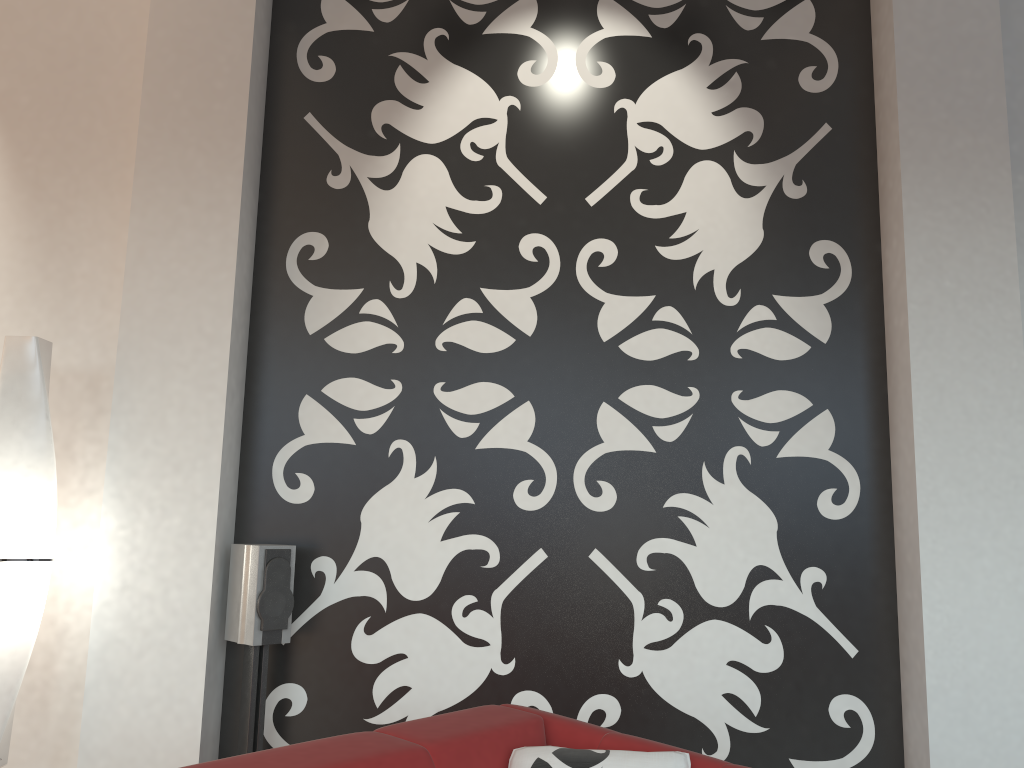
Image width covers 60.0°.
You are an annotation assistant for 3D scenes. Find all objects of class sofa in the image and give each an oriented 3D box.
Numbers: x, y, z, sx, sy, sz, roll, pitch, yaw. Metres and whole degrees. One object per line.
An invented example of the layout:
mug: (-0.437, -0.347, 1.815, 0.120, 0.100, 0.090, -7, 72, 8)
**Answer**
sofa: (-0.163, 1.060, 1.427, 0.951, 0.738, 1.929, -6, -12, 40)

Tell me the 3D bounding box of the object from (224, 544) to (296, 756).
object: (-0.873, 1.105, 2.983, 0.214, 1.112, 0.229, 10, -13, -44)

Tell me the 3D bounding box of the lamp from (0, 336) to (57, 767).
lamp: (-1.649, 0.728, 2.850, 0.313, 1.779, 0.313, 0, -9, 9)

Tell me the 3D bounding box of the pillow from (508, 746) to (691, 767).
pillow: (0.174, 0.956, 1.842, 0.402, 0.343, 0.288, 0, -9, 8)
